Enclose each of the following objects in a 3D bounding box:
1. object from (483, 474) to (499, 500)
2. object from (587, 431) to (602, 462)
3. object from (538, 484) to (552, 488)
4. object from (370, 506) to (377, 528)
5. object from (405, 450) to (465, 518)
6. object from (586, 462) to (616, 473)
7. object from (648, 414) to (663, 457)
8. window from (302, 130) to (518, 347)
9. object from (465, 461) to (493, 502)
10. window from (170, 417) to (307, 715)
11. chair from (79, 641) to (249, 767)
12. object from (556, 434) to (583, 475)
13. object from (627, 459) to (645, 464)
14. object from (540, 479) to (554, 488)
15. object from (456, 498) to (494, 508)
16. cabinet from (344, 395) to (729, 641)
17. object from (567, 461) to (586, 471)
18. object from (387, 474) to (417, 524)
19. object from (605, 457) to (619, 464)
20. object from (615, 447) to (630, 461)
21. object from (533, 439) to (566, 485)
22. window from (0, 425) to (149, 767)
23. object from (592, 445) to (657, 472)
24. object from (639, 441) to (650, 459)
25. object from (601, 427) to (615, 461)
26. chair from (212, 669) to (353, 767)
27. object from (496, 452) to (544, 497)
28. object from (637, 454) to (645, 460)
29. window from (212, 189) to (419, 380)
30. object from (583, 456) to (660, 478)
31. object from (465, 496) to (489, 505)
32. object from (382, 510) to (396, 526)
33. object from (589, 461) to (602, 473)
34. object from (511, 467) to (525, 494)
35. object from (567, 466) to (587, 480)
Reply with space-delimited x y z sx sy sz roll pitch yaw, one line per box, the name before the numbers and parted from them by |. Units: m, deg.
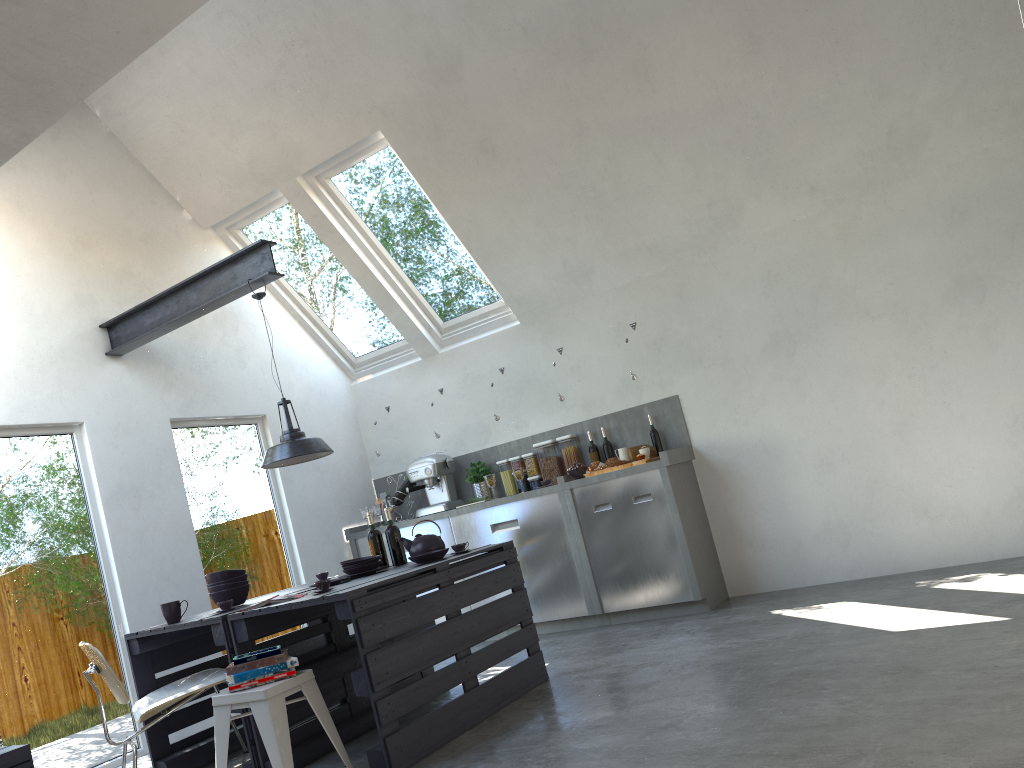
object | -0.150 0.783 6.641 0.096 0.191 0.101 -13 -5 -11
object | 0.622 0.522 6.594 0.077 0.343 0.069 -16 -5 24
object | 0.229 0.751 6.392 0.134 0.013 0.027 -14 -7 8
object | -1.204 1.146 7.497 0.099 0.191 0.098 -14 -5 2
object | -0.657 0.821 7.207 0.382 0.498 0.403 -17 -6 30
object | 0.651 0.590 6.297 0.188 0.059 0.210 -8 -9 -39
object | 1.035 0.388 6.320 0.066 0.343 0.058 -17 -5 34
window | -0.726 -1.069 6.738 0.886 1.383 1.392 -17 -7 30
object | -0.262 0.791 7.067 0.240 0.340 0.260 -12 -6 -17
window | -2.002 1.298 6.550 0.063 2.118 0.928 -16 -5 29
chair | -1.700 1.607 4.394 0.731 0.815 0.737 -10 -7 -29
object | 0.458 0.570 6.697 0.136 0.352 0.120 -16 -5 30
object | 0.838 0.533 5.988 0.019 0.003 0.207 -8 -9 -36
object | 0.253 0.732 6.421 0.108 0.056 0.125 -7 -9 -44
object | -0.283 0.928 6.808 0.279 0.012 0.171 -17 -8 29
cabinet | 0.020 1.184 6.794 3.041 1.471 0.534 -18 -6 32
object | 0.463 0.595 6.258 0.166 0.094 0.136 -15 -7 17
object | -0.965 0.971 7.407 0.313 0.392 0.248 -10 -6 -30
object | 0.725 0.568 6.311 0.115 0.076 0.123 -12 -7 -16
object | 0.803 0.516 6.249 0.084 0.119 0.087 -9 -7 -37
object | 0.302 0.620 6.797 0.186 0.352 0.120 -17 -6 30
window | -2.786 1.298 5.180 0.063 2.118 0.928 -16 -5 29
object | 0.779 0.514 6.156 0.459 0.111 0.126 -14 -6 4
object | 0.915 0.461 6.037 0.071 0.120 0.075 -12 -5 -14
object | 0.719 0.491 6.530 0.077 0.343 0.067 -17 -5 34
chair | -1.009 1.525 3.738 0.445 0.502 0.414 -16 -6 26
object | 0.074 0.721 6.932 0.364 0.293 0.100 -17 -6 32
object | 0.884 0.501 5.993 0.061 0.046 0.057 -15 -6 16
window | -1.567 -0.788 7.305 0.886 1.389 1.399 -17 -7 30
object | 0.779 0.584 6.148 0.501 0.028 0.290 -18 -9 31
object | -0.307 0.911 6.820 0.132 0.053 0.297 -7 -10 -43
object | -1.073 1.165 7.647 0.103 0.131 0.111 -12 -6 -18
object | 0.610 0.596 6.313 0.115 0.076 0.123 -12 -7 -16
object | 0.062 0.736 6.660 0.103 0.191 0.094 -15 -5 19
object | 0.475 0.644 6.254 0.143 0.079 0.151 -12 -7 -11
